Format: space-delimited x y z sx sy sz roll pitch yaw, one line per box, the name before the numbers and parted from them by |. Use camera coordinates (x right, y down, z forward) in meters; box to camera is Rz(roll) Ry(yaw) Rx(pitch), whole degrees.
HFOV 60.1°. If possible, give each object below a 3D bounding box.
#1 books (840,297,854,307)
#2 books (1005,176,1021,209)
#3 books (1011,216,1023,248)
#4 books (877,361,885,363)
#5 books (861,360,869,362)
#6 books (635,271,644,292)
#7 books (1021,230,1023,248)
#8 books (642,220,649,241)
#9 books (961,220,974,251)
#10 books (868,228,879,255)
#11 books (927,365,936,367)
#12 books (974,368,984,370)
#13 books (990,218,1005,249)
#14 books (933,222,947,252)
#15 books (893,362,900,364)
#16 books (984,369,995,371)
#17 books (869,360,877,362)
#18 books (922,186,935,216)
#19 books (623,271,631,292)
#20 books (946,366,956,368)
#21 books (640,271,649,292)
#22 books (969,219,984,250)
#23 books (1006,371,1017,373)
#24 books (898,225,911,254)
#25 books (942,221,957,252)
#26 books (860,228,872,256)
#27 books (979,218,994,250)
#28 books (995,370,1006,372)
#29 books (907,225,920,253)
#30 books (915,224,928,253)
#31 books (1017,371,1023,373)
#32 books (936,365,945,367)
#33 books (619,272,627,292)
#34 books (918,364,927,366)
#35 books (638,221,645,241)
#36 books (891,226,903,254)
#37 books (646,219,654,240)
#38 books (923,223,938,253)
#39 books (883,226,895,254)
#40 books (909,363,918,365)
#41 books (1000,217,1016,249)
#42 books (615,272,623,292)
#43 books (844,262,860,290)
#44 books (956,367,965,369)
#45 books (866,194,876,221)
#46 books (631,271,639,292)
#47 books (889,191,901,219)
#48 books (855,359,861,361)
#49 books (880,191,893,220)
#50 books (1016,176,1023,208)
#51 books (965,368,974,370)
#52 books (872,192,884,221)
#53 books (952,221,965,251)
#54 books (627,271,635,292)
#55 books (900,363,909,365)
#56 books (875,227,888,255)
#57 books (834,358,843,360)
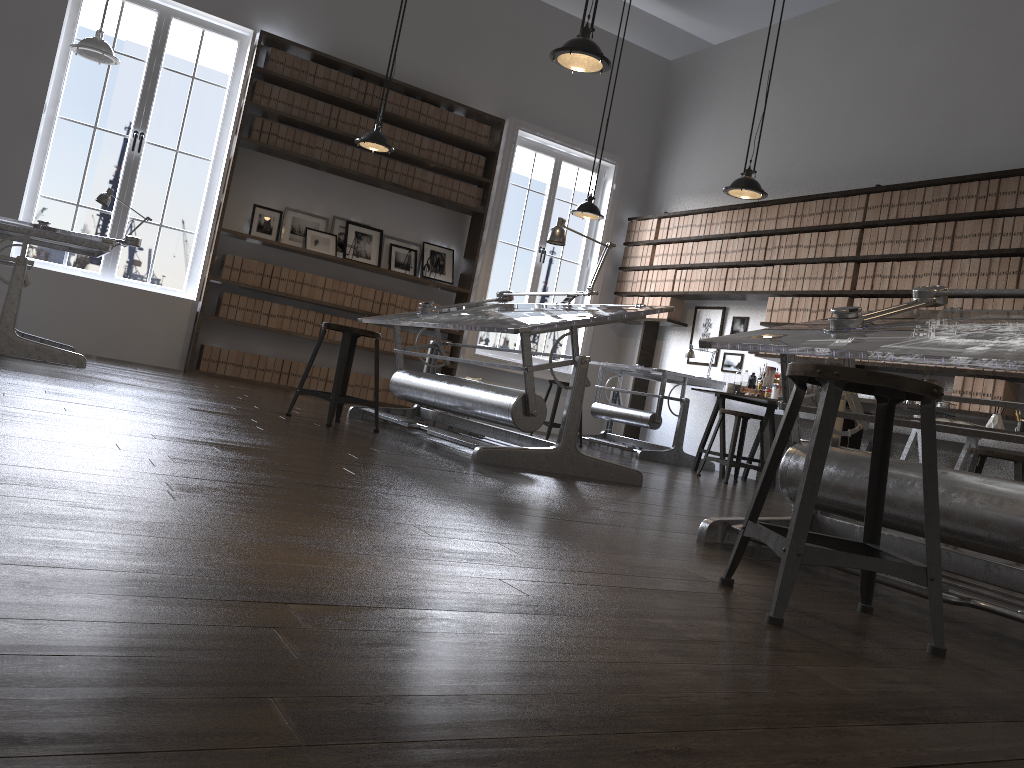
books | 2.652 -0.553 6.942 0.174 0.226 0.067 12 -4 -30
books | 3.405 -1.258 5.940 0.174 0.226 0.067 12 -4 -30
books | 3.395 -0.978 5.855 0.174 0.226 0.067 12 -4 -30
books | 2.805 -0.252 6.569 0.174 0.226 0.067 12 -4 -30
books | 2.741 -0.263 6.693 0.173 0.226 0.067 12 -4 -30
books | 1.397 -1.054 9.263 0.174 0.226 0.067 12 -4 -30
books | 3.427 -0.972 5.801 0.174 0.226 0.067 12 -4 -30
books | 1.474 -1.600 9.352 0.174 0.226 0.067 12 -4 -30
books | 3.220 -1.008 6.164 0.174 0.226 0.067 12 -4 -30
books | 2.843 -1.074 6.831 0.174 0.226 0.067 12 -4 -30
books | 3.008 -0.216 6.212 0.173 0.226 0.067 12 -4 -30
books | 3.178 -0.186 5.908 0.174 0.226 0.067 12 -4 -30
books | 3.322 -0.990 5.983 0.173 0.226 0.067 12 -4 -30
books | 3.116 -1.026 6.352 0.174 0.226 0.067 12 -4 -30
books | 2.874 -0.239 6.453 0.174 0.226 0.067 12 -4 -30
books | 3.214 -0.180 5.845 0.174 0.226 0.067 12 -4 -30
books | 2.773 -0.257 6.632 0.174 0.226 0.067 12 -4 -30
books | 3.099 -1.311 6.484 0.174 0.226 0.067 12 -4 -30
books | 1.294 -1.072 9.454 0.173 0.226 0.067 12 -4 -30
books | 3.080 -0.204 6.084 0.174 0.226 0.067 12 -4 -30
books | 1.438 -1.047 9.202 0.174 0.226 0.067 12 -4 -30
books | 3.248 -1.003 6.107 0.174 0.226 0.067 12 -4 -30
books | 3.291 -0.167 5.725 0.173 0.226 0.067 12 -4 -30
books | 2.973 -1.051 6.592 0.174 0.226 0.067 12 -4 -30
books | 3.149 -1.021 6.284 0.174 0.226 0.067 12 -4 -30
books | 2.810 -1.080 6.893 0.173 0.226 0.067 12 -4 -30
books | 3.283 -0.997 6.044 0.174 0.226 0.067 12 -4 -30
books | 3.253 -0.173 5.783 0.173 0.226 0.067 12 -4 -30
books | 3.011 -1.045 6.536 0.174 0.226 0.067 12 -4 -30
books | 3.046 -1.038 6.475 0.173 0.226 0.067 12 -4 -30
books | 3.323 -0.161 5.663 0.174 0.226 0.067 12 -4 -30
books | 3.047 -0.209 6.152 0.174 0.226 0.067 12 -4 -30
books | 1.259 -1.078 9.516 0.174 0.226 0.067 12 -4 -30
books | 2.977 -0.221 6.275 0.173 0.226 0.067 12 -4 -30
books | 1.441 -1.606 9.414 0.173 0.226 0.067 12 -4 -30
books | 2.944 -1.056 6.652 0.174 0.226 0.067 12 -4 -30
books | 1.505 -1.595 9.289 0.174 0.226 0.067 12 -4 -30
books | 3.077 -1.033 6.411 0.173 0.226 0.067 12 -4 -30
books | 2.911 -1.062 6.706 0.174 0.226 0.067 12 -4 -30
books | 2.942 -0.228 6.337 0.174 0.226 0.067 12 -4 -30
books | 3.357 -0.984 5.917 0.174 0.226 0.067 12 -4 -30
books | 1.221 -1.085 9.572 0.174 0.226 0.067 12 -4 -30
books | 2.708 -0.825 6.965 0.174 0.226 0.067 12 -4 -30
books | 3.121 -0.196 6.023 0.174 0.226 0.067 12 -4 -30
books | 2.858 -1.353 6.911 0.174 0.226 0.067 12 -4 -30
books | 1.364 -1.060 9.331 0.174 0.226 0.067 12 -4 -30
books | 2.960 -1.335 6.730 0.173 0.226 0.067 12 -4 -30
books | 2.703 -0.269 6.752 0.173 0.226 0.067 12 -4 -30
books | 2.921 -1.342 6.791 0.174 0.226 0.067 12 -4 -30
books | 3.443 -1.251 5.879 0.173 0.226 0.067 12 -4 -30
books | 3.151 -0.191 5.965 0.174 0.226 0.067 12 -4 -30
books | 2.886 -1.348 6.854 0.174 0.226 0.067 12 -4 -30
books | 3.190 -1.013 6.222 0.174 0.226 0.067 12 -4 -30
books | 1.325 -1.066 9.391 0.173 0.226 0.067 12 -4 -30
books | 2.903 -0.234 6.393 0.174 0.226 0.067 12 -4 -30
books | 2.874 -1.069 6.768 0.174 0.226 0.067 12 -4 -30
books | 2.600 -0.287 6.929 0.174 0.226 0.067 12 -4 -30
